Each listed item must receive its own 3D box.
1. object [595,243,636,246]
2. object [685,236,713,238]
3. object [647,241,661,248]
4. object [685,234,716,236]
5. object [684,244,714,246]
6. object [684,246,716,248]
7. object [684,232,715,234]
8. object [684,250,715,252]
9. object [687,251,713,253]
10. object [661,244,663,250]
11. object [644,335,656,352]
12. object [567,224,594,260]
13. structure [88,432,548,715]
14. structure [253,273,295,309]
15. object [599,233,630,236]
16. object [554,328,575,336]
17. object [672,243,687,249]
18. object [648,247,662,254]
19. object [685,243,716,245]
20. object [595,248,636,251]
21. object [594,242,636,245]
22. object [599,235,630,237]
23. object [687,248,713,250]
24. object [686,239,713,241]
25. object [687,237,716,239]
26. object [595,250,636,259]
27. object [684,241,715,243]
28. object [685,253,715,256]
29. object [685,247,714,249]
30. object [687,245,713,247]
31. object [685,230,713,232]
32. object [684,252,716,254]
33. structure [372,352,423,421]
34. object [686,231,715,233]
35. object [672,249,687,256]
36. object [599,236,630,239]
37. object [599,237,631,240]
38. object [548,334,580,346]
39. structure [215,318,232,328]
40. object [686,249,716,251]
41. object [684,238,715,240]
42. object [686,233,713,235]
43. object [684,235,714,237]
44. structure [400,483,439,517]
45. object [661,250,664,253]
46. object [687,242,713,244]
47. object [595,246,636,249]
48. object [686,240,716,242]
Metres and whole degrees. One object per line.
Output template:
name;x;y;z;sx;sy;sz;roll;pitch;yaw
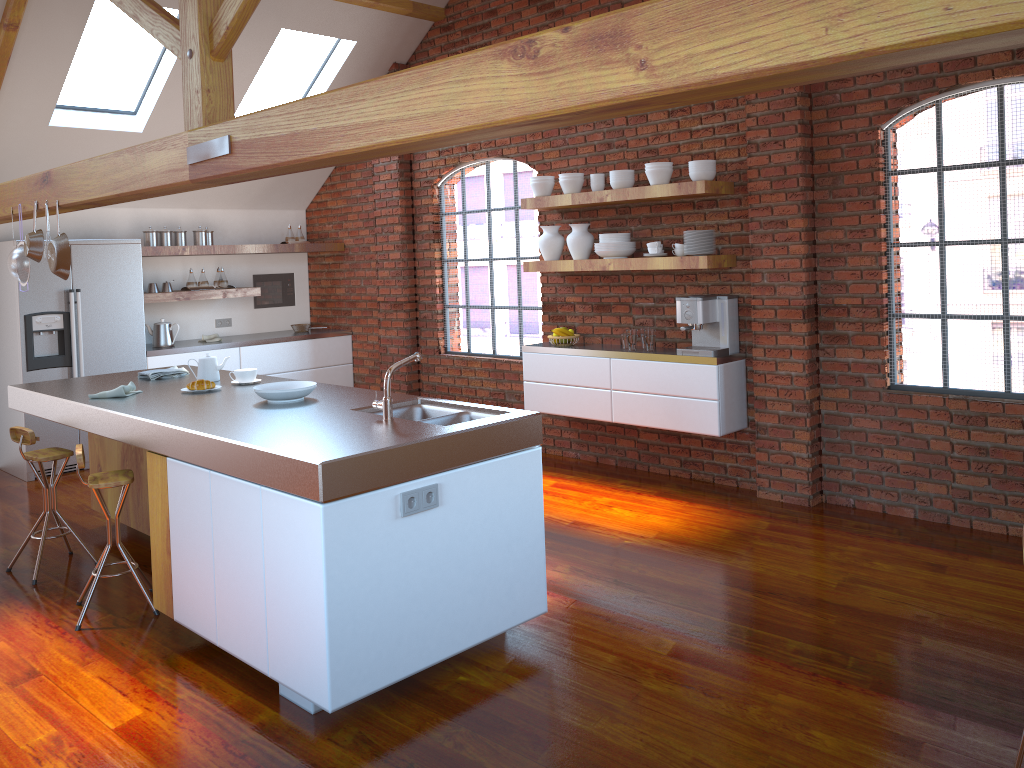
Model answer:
object;0.698;-0.917;5.947;0.281;0.055;0.284;2;9;28
object;1.168;-0.911;5.481;0.195;0.014;0.195;-7;9;-28
object;0.914;-0.888;5.676;0.092;0.058;0.101;1;7;28
object;1.168;-0.921;5.481;0.195;0.014;0.195;-7;9;-28
object;1.170;-0.861;5.482;0.195;0.014;0.195;-7;9;-28
object;1.171;-0.847;5.482;0.195;0.014;0.195;-7;9;-28
object;1.168;-0.934;5.481;0.195;0.014;0.195;-7;9;-28
object;1.172;-0.823;5.483;0.195;0.014;0.195;-7;9;-28
object;1.172;-0.819;5.483;0.195;0.014;0.195;-7;9;-28
object;0.959;-0.899;5.855;0.092;0.058;0.101;-1;7;13
object;0.900;-0.265;5.742;0.078;0.103;0.078;-5;4;-33
object;0.480;-0.997;6.176;0.192;0.248;0.194;-1;4;17
structure;-1.330;0.577;4.210;3.126;0.762;1.030;6;10;44
structure;-2.347;-0.924;8.700;0.013;0.333;0.460;-1;5;45
object;0.695;-0.988;5.946;0.214;0.055;0.215;4;10;36
object;0.375;-0.362;6.292;0.184;0.084;0.067;-3;4;-8
object;1.091;-0.874;5.647;0.092;0.058;0.100;-5;7;-22
object;0.921;-0.856;5.674;0.092;0.046;0.099;3;9;39
object;1.170;-0.866;5.482;0.195;0.014;0.195;-7;9;-28
object;0.699;-0.887;5.948;0.281;0.055;0.284;2;9;28
object;0.697;-0.928;5.947;0.281;0.055;0.284;2;9;28
object;0.695;-0.978;5.946;0.214;0.055;0.215;4;10;36
object;1.171;-0.838;5.483;0.195;0.014;0.195;-7;9;-28
object;1.169;-0.893;5.482;0.195;0.014;0.195;-7;9;-28
object;1.169;-0.902;5.481;0.195;0.014;0.195;-7;9;-28
object;0.699;-0.876;5.948;0.281;0.055;0.284;2;9;28
object;1.170;-0.879;5.482;0.195;0.014;0.195;-7;9;-28
object;1.172;-0.805;5.483;0.195;0.014;0.195;-7;9;-28
object;1.171;-0.842;5.483;0.195;0.014;0.195;-7;9;-28
object;1.170;-0.857;5.482;0.195;0.014;0.195;-7;9;-28
object;1.167;-0.949;5.480;0.195;0.014;0.195;-7;9;-28
object;1.172;-0.810;5.483;0.195;0.014;0.195;-7;9;-28
structure;-0.450;0.003;3.491;0.099;0.247;0.201;0;4;45
object;1.167;-0.939;5.481;0.195;0.014;0.195;-7;9;-28
object;1.087;-0.842;5.645;0.092;0.046;0.099;-3;7;-11
object;0.696;-0.969;5.946;0.214;0.055;0.215;4;10;36
object;0.696;-0.958;5.946;0.214;0.055;0.215;4;10;36
object;0.376;-0.315;6.341;0.235;0.071;0.238;-2;8;2
structure;-2.730;-0.577;8.312;0.033;0.080;0.161;0;6;45
object;1.172;-0.828;5.483;0.195;0.014;0.195;-7;9;-28
object;1.169;-0.897;5.481;0.195;0.014;0.195;-7;9;-28
object;1.168;-0.930;5.481;0.195;0.014;0.195;-7;9;-28
object;1.168;-0.916;5.481;0.195;0.014;0.195;-7;9;-28
structure;-0.323;0.397;3.024;0.033;0.080;0.161;0;6;45
object;0.966;-0.868;5.855;0.092;0.046;0.100;1;8;24
object;1.170;-0.875;5.482;0.195;0.014;0.195;-7;9;-28
object;0.698;-0.898;5.948;0.281;0.055;0.284;2;9;28
object;1.169;-0.884;5.482;0.195;0.014;0.195;-7;9;-28
